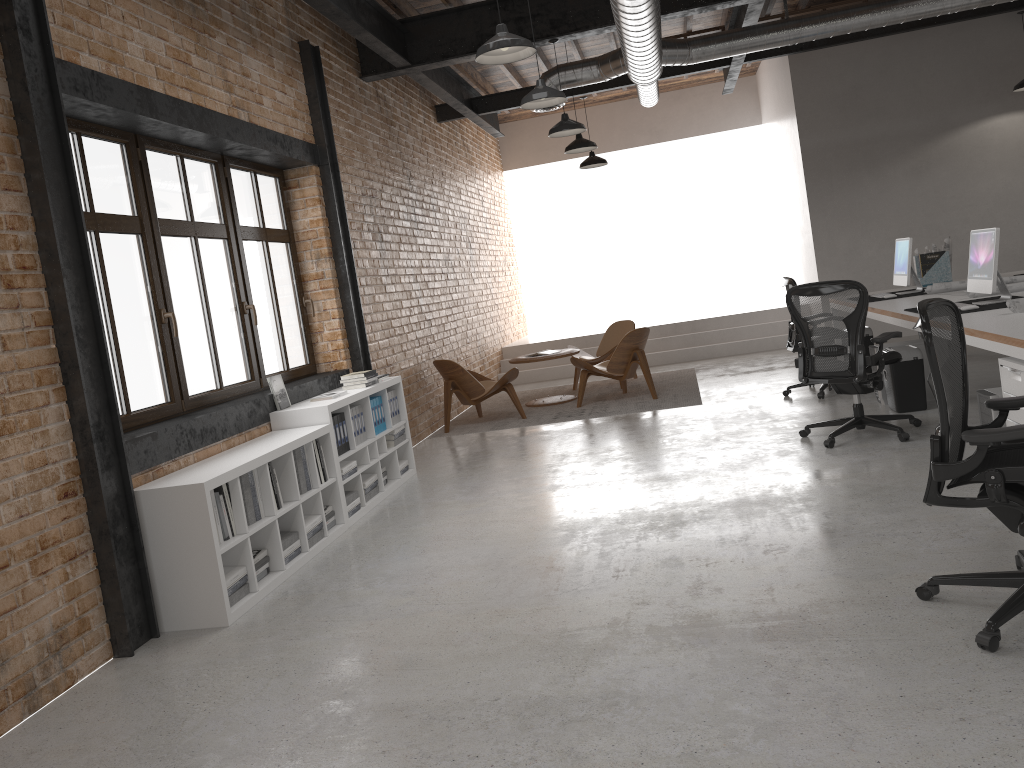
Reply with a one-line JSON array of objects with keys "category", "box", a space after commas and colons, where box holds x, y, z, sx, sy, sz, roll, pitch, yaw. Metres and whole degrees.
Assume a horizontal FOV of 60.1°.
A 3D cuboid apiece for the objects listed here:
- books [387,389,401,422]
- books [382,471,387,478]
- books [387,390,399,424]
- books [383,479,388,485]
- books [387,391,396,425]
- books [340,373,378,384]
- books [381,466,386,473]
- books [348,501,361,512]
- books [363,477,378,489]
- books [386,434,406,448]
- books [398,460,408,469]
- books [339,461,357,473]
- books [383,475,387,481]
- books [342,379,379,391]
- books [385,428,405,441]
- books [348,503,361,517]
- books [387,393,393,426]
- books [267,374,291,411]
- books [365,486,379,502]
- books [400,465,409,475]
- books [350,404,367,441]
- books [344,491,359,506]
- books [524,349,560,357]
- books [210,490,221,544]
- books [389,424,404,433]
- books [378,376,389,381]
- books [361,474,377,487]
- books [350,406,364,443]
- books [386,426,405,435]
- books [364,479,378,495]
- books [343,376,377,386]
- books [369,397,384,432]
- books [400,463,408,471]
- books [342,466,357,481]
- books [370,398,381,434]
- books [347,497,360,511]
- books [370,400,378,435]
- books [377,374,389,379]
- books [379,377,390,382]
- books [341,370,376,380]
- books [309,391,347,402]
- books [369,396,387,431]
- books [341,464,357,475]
[{"category": "books", "box": [-1.023, 0.187, 7.064, 0.231, 0.260, 0.062, -8, 3, 11]}, {"category": "books", "box": [-1.076, 0.697, 6.565, 0.222, 0.055, 0.283, -8, 6, 12]}, {"category": "books", "box": [-1.034, 0.195, 7.000, 0.231, 0.260, 0.062, -8, 3, 11]}, {"category": "books", "box": [-1.051, 0.751, 6.564, 0.183, 0.049, 0.262, -8, 6, 12]}, {"category": "books", "box": [-1.046, 0.204, 6.936, 0.231, 0.260, 0.062, -8, 3, 11]}, {"category": "books", "box": [-1.144, -0.044, 6.628, 0.211, 0.022, 0.260, -8, 6, 11]}, {"category": "books", "box": [-1.072, 0.660, 6.586, 0.198, 0.054, 0.241, -8, 6, 12]}, {"category": "books", "box": [-1.145, 0.813, 5.832, 0.218, 0.034, 0.261, -8, 6, 11]}, {"category": "books", "box": [-1.094, 0.702, 6.265, 0.218, 0.039, 0.261, -8, 6, 11]}, {"category": "books", "box": [-0.979, 0.447, 6.945, 0.216, 0.071, 0.291, -8, 6, 11]}, {"category": "books", "box": [-0.959, 0.643, 6.980, 0.214, 0.046, 0.252, -8, 6, 11]}, {"category": "books", "box": [-1.175, 0.551, 5.868, 0.214, 0.046, 0.252, -8, 6, 11]}, {"category": "books", "box": [-1.046, 0.719, 6.574, 0.163, 0.047, 0.240, -8, 6, 12]}, {"category": "books", "box": [-1.135, 0.005, 6.630, 0.191, 0.032, 0.260, -7, 6, 13]}, {"category": "books", "box": [-0.979, 0.394, 6.949, 0.206, 0.067, 0.276, -8, 6, 11]}, {"category": "books", "box": [-1.140, 0.839, 5.825, 0.206, 0.061, 0.275, -8, 6, 11]}, {"category": "books", "box": [-1.057, 0.212, 6.873, 0.231, 0.260, 0.062, -8, 3, 11]}, {"category": "books", "box": [-1.532, 0.055, 5.829, 0.065, 0.223, 0.161, -8, 4, 11]}, {"category": "books", "box": [-1.088, 0.781, 6.255, 0.216, 0.071, 0.291, -8, 6, 11]}, {"category": "books", "box": [-0.952, 0.688, 6.969, 0.206, 0.061, 0.275, -8, 6, 11]}, {"category": "books", "box": [-1.170, 0.289, 6.320, 0.231, 0.260, 0.062, -8, 3, 11]}, {"category": "books", "box": [-1.160, 0.762, 5.816, 0.216, 0.077, 0.292, -8, 6, 11]}, {"category": "books", "box": [0.353, -0.362, 10.151, 0.349, 0.034, 0.258, -4, 7, 36]}, {"category": "books", "box": [-1.556, 0.653, 4.298, 0.265, 0.314, 0.025, -8, 3, 16]}, {"category": "books", "box": [-0.986, 0.349, 6.958, 0.214, 0.051, 0.253, -8, 6, 11]}, {"category": "books", "box": [-1.085, -0.035, 6.893, 0.187, 0.014, 0.249, -8, 6, 9]}, {"category": "books", "box": [-1.096, 0.684, 6.268, 0.214, 0.051, 0.253, -8, 6, 11]}, {"category": "books", "box": [-1.182, 0.298, 6.256, 0.231, 0.260, 0.062, -8, 3, 11]}, {"category": "books", "box": [-0.985, 0.368, 6.955, 0.218, 0.039, 0.261, -8, 6, 11]}, {"category": "books", "box": [-1.089, 0.729, 6.259, 0.206, 0.067, 0.276, -8, 6, 11]}, {"category": "books", "box": [-1.134, -0.022, 6.619, 0.191, 0.022, 0.243, -8, 6, 9]}, {"category": "books", "box": [-1.099, 0.243, 6.642, 0.231, 0.260, 0.062, -8, 3, 11]}, {"category": "books", "box": [-0.958, 0.662, 6.976, 0.218, 0.034, 0.261, -8, 6, 11]}, {"category": "books", "box": [-1.168, 0.596, 5.858, 0.206, 0.061, 0.275, -8, 6, 11]}, {"category": "books", "box": [-1.110, 0.252, 6.579, 0.231, 0.260, 0.062, -8, 3, 11]}, {"category": "books", "box": [-1.147, 0.794, 5.835, 0.214, 0.046, 0.252, -8, 6, 11]}, {"category": "books", "box": [-1.122, 0.261, 6.515, 0.231, 0.260, 0.062, -8, 3, 11]}, {"category": "books", "box": [-1.093, -0.047, 6.896, 0.202, 0.012, 0.252, -8, 6, 12]}, {"category": "books", "box": [-1.081, -0.022, 6.898, 0.187, 0.014, 0.254, -8, 6, 11]}, {"category": "books", "box": [-1.147, -0.068, 6.617, 0.190, 0.028, 0.241, -7, 6, 13]}, {"category": "books", "box": [-1.268, 0.085, 6.121, 0.174, 0.021, 0.274, -8, 6, 11]}, {"category": "books", "box": [-1.087, 0.235, 6.706, 0.231, 0.260, 0.062, -8, 3, 11]}, {"category": "books", "box": [-1.174, 0.570, 5.865, 0.218, 0.034, 0.261, -8, 6, 11]}]
